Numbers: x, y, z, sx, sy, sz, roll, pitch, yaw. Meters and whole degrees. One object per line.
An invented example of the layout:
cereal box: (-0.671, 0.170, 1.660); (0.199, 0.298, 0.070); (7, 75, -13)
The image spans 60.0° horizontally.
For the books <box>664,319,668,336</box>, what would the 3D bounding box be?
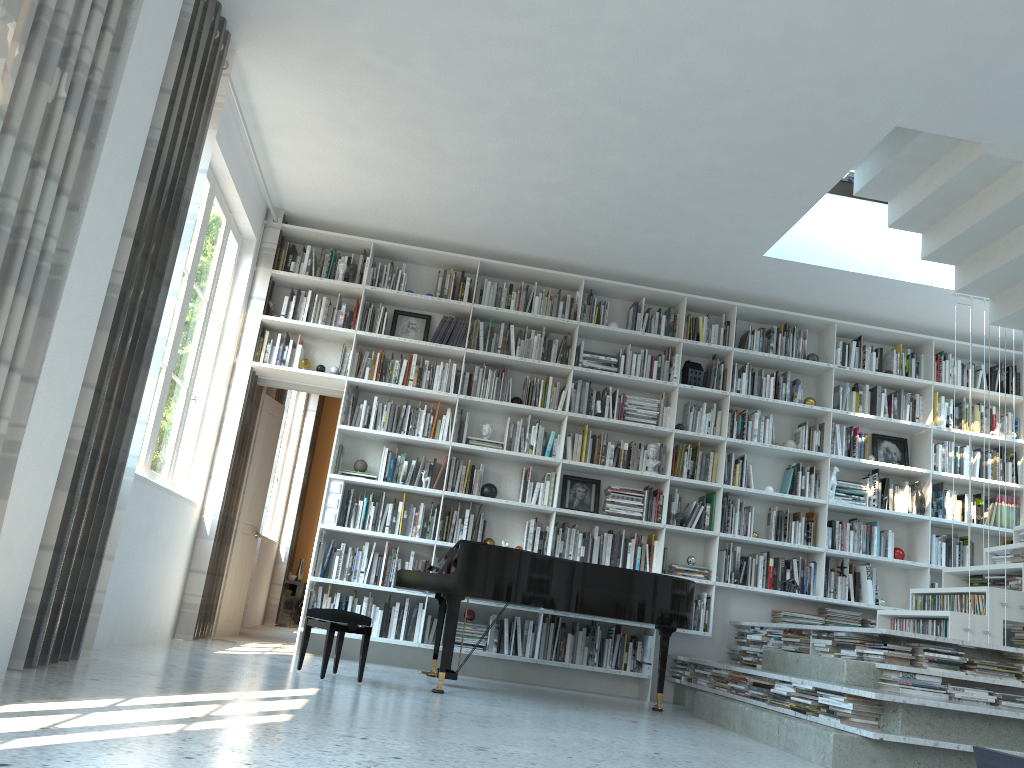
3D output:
books: (1.238, -0.416, 7.235); (0.014, 0.204, 0.135); (9, -14, -5)

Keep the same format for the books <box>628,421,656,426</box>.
books: (0.996, 0.330, 7.017); (0.254, 0.012, 0.161); (8, -15, -2)

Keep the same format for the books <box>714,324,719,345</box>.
books: (1.639, -0.363, 7.242); (0.031, 0.212, 0.170); (9, -14, -5)

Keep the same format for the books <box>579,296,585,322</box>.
books: (0.547, -0.558, 7.159); (0.026, 0.252, 0.186); (9, -14, -5)

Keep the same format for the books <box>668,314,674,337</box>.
books: (1.275, -0.433, 7.229); (0.028, 0.243, 0.161); (9, -14, -5)

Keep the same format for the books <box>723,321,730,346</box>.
books: (1.730, -0.368, 7.251); (0.029, 0.252, 0.186); (9, -14, -5)

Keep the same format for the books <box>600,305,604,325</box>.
books: (0.712, -0.513, 7.177); (0.016, 0.218, 0.144); (9, -14, -5)

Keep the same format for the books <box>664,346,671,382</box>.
books: (1.242, -0.123, 7.151); (0.012, 0.333, 0.156); (9, -14, -5)

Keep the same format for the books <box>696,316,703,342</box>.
books: (1.515, -0.403, 7.238); (0.054, 0.254, 0.191); (9, -14, -5)

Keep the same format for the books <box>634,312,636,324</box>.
books: (0.978, -0.490, 7.215); (0.011, 0.266, 0.129); (9, -14, -5)

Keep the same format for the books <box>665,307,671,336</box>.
books: (1.259, -0.465, 7.242); (0.012, 0.307, 0.138); (9, -14, -5)

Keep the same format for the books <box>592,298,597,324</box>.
books: (0.649, -0.548, 7.168); (0.011, 0.264, 0.164); (9, -14, -5)

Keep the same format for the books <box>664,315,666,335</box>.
books: (1.219, -0.432, 7.243); (0.026, 0.233, 0.137); (9, -14, -5)

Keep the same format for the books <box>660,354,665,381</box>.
books: (1.187, -0.095, 7.143); (0.029, 0.260, 0.133); (9, -14, -5)

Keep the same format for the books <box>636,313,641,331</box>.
books: (1.005, -0.457, 7.213); (0.031, 0.208, 0.147); (9, -14, -5)

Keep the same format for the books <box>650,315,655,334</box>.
books: (1.124, -0.439, 7.204); (0.033, 0.202, 0.167); (9, -14, -5)

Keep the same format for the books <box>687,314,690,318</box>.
books: (1.415, -0.420, 7.235); (0.006, 0.259, 0.166); (9, -14, -5)

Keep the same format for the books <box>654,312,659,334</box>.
books: (1.153, -0.450, 7.215); (0.023, 0.236, 0.154); (9, -14, -5)

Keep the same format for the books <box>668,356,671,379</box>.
books: (1.248, -0.101, 7.164); (0.010, 0.298, 0.133); (9, -14, -5)

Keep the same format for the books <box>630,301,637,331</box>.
books: (0.970, -0.509, 7.201); (0.014, 0.291, 0.176); (9, -14, -5)

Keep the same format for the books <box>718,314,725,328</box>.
books: (1.711, -0.400, 7.291); (0.012, 0.328, 0.129); (9, -14, -5)

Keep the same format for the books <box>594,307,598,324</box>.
books: (0.659, -0.509, 7.173); (0.023, 0.195, 0.172); (9, -14, -5)

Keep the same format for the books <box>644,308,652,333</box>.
books: (1.096, -0.472, 7.229); (0.028, 0.269, 0.140); (9, -14, -5)

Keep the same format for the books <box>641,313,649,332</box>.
books: (1.056, -0.454, 7.201); (0.050, 0.210, 0.173); (9, -14, -5)

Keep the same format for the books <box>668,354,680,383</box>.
books: (1.277, -0.087, 7.080); (0.037, 0.236, 0.273); (9, -15, -5)

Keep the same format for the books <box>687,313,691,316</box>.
books: (1.422, -0.426, 7.249); (0.007, 0.278, 0.150); (9, -14, -5)

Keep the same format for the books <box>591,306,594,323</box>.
books: (0.631, -0.515, 7.186); (0.011, 0.205, 0.146); (9, -14, -5)

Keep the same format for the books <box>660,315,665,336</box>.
books: (1.198, -0.431, 7.194); (0.023, 0.201, 0.193); (9, -14, -5)

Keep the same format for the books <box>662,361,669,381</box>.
books: (1.214, -0.066, 7.125); (0.029, 0.202, 0.192); (9, -14, -5)

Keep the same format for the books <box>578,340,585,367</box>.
books: (0.535, -0.201, 7.064); (0.021, 0.248, 0.192); (9, -14, -5)

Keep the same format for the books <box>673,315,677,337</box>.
books: (1.309, -0.425, 7.232); (0.014, 0.238, 0.153); (9, -14, -5)

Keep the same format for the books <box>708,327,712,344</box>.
books: (1.586, -0.354, 7.236); (0.022, 0.179, 0.173); (9, -14, -5)

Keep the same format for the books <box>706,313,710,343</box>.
books: (1.578, -0.413, 7.252); (0.010, 0.296, 0.168); (9, -14, -5)

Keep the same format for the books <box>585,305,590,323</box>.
books: (0.590, -0.521, 7.162); (0.026, 0.194, 0.167); (9, -14, -5)

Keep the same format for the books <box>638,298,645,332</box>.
books: (1.036, -0.518, 7.208); (0.010, 0.330, 0.186); (9, -14, -5)

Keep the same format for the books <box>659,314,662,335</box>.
books: (1.180, -0.437, 7.211); (0.012, 0.216, 0.180); (9, -14, -5)

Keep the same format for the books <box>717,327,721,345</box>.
books: (1.663, -0.349, 7.262); (0.025, 0.203, 0.162); (9, -14, -5)

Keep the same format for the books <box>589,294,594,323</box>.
books: (0.628, -0.563, 7.184); (0.010, 0.295, 0.153); (9, -14, -5)

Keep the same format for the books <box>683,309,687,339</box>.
books: (1.389, -0.442, 7.241); (0.007, 0.297, 0.181); (9, -14, -5)

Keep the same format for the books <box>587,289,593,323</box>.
books: (0.618, -0.585, 7.194); (0.014, 0.340, 0.145); (9, -14, -5)

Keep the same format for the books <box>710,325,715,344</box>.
books: (1.610, -0.361, 7.242); (0.024, 0.201, 0.180); (9, -14, -5)

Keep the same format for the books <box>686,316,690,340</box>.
books: (1.409, -0.415, 7.218); (0.007, 0.238, 0.192); (9, -14, -5)

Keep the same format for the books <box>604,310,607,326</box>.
books: (0.739, -0.491, 7.182); (0.010, 0.186, 0.153); (9, -14, -5)

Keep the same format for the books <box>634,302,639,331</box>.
books: (0.992, -0.505, 7.211); (0.011, 0.295, 0.157); (9, -14, -5)

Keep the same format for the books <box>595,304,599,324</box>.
books: (0.674, -0.520, 7.198); (0.006, 0.232, 0.136); (9, -14, -5)

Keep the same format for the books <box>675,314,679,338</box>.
books: (1.326, -0.429, 7.243); (0.022, 0.256, 0.137); (9, -14, -5)

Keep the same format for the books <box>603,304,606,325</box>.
books: (0.731, -0.520, 7.199); (0.013, 0.249, 0.148); (9, -14, -5)

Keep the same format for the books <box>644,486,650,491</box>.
books: (1.035, 0.946, 6.897); (0.011, 0.298, 0.130); (9, -14, -5)

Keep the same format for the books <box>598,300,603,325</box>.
books: (0.701, -0.536, 7.185); (0.013, 0.263, 0.147); (9, -14, -5)

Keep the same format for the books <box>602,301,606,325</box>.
books: (0.725, -0.529, 7.180); (0.005, 0.254, 0.168); (9, -14, -5)

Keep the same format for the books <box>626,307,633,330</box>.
books: (0.952, -0.484, 7.211); (0.012, 0.245, 0.151); (9, -14, -5)

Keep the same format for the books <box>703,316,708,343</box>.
books: (1.554, -0.401, 7.264); (0.030, 0.274, 0.152); (9, -14, -5)

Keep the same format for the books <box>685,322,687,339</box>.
books: (1.392, -0.388, 7.236); (0.015, 0.192, 0.160); (9, -14, -5)

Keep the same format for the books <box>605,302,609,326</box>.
books: (0.755, -0.524, 7.185); (0.011, 0.255, 0.144); (9, -14, -5)

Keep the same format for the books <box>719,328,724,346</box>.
books: (1.686, -0.342, 7.256); (0.022, 0.193, 0.182); (9, -14, -5)

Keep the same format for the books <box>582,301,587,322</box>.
books: (0.567, -0.538, 7.176); (0.023, 0.227, 0.157); (9, -14, -5)

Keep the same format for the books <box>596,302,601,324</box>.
books: (0.686, -0.528, 7.189); (0.014, 0.247, 0.139); (9, -14, -5)

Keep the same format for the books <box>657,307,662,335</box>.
books: (1.174, -0.467, 7.207); (0.010, 0.269, 0.180); (9, -14, -5)

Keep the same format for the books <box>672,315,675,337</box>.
books: (1.294, -0.428, 7.240); (0.014, 0.243, 0.145); (9, -14, -5)
